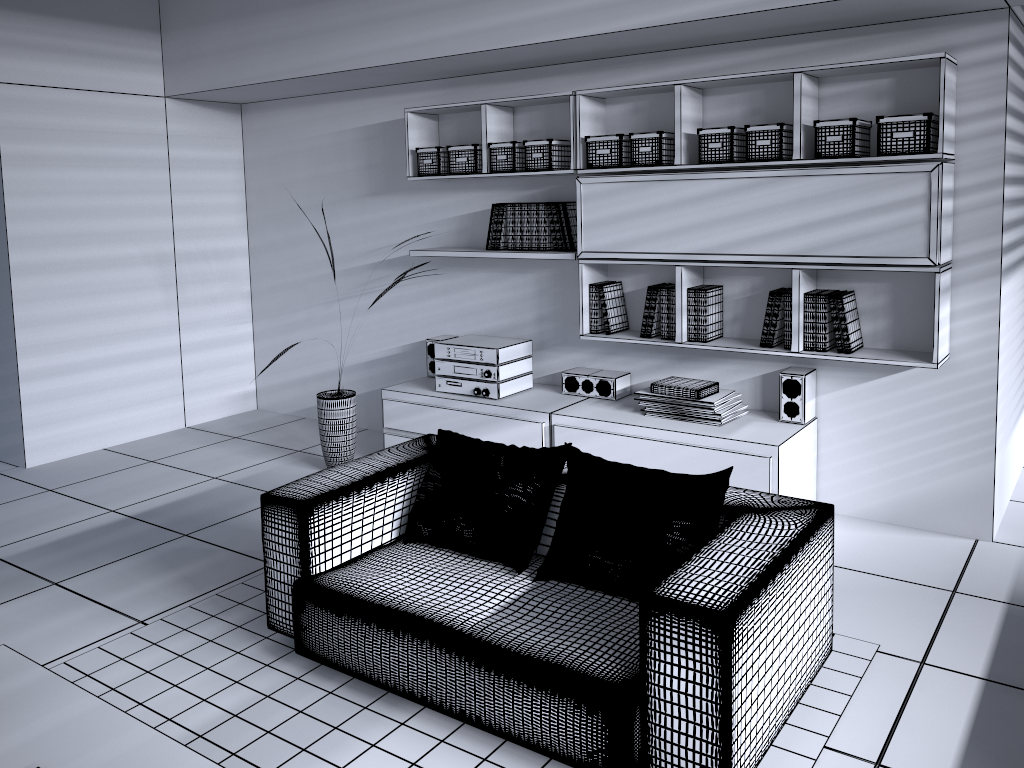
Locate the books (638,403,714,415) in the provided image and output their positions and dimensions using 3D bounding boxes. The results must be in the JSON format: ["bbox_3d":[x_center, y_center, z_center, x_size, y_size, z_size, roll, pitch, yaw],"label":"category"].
[{"bbox_3d":[0.848,0.090,4.252,0.417,0.008,0.289,7,15,36],"label":"books"}]

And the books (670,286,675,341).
[{"bbox_3d":[0.842,-0.356,4.335,0.050,0.255,0.210,3,9,35],"label":"books"}]

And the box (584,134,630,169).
[{"bbox_3d":[0.526,-1.167,4.437,0.212,0.160,0.284,5,13,35],"label":"box"}]

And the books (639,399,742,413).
[{"bbox_3d":[0.853,0.082,4.247,0.417,0.008,0.289,7,15,36],"label":"books"}]

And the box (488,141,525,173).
[{"bbox_3d":[0.023,-1.230,4.791,0.175,0.160,0.284,5,12,35],"label":"box"}]

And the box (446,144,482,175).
[{"bbox_3d":[-0.199,-1.257,4.946,0.212,0.160,0.284,5,13,35],"label":"box"}]

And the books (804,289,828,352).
[{"bbox_3d":[1.368,-0.290,3.971,0.050,0.255,0.210,3,9,35],"label":"books"}]

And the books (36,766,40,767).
[{"bbox_3d":[-0.853,0.808,1.509,0.417,0.008,0.289,7,15,36],"label":"books"}]

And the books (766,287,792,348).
[{"bbox_3d":[1.238,-0.306,4.053,0.075,0.256,0.210,3,9,34],"label":"books"}]

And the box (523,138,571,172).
[{"bbox_3d":[0.208,-1.206,4.661,0.179,0.160,0.284,5,12,35],"label":"box"}]

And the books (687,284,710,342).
[{"bbox_3d":[0.915,-0.346,4.289,0.050,0.255,0.210,3,9,35],"label":"books"}]

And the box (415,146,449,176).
[{"bbox_3d":[-0.399,-1.282,5.087,0.175,0.160,0.284,5,12,35],"label":"box"}]

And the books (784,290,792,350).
[{"bbox_3d":[1.294,-0.300,4.017,0.050,0.255,0.210,3,9,35],"label":"books"}]

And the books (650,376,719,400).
[{"bbox_3d":[0.827,0.019,4.222,0.260,0.049,0.210,9,15,40],"label":"books"}]

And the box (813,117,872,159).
[{"bbox_3d":[1.428,-1.055,3.804,0.179,0.160,0.284,5,12,35],"label":"box"}]

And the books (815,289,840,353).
[{"bbox_3d":[1.411,-0.285,3.945,0.050,0.255,0.210,3,9,35],"label":"books"}]

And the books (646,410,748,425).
[{"bbox_3d":[0.881,0.135,4.233,0.417,0.008,0.289,7,15,36],"label":"books"}]

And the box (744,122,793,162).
[{"bbox_3d":[1.181,-1.085,3.978,0.179,0.160,0.284,5,12,35],"label":"box"}]

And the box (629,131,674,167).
[{"bbox_3d":[0.712,-1.144,4.307,0.175,0.160,0.284,5,12,35],"label":"box"}]

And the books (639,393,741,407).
[{"bbox_3d":[0.851,0.055,4.242,0.417,0.008,0.289,7,15,36],"label":"books"}]

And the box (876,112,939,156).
[{"bbox_3d":[1.648,-1.027,3.650,0.217,0.160,0.284,5,13,35],"label":"box"}]

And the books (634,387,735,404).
[{"bbox_3d":[0.840,0.041,4.257,0.417,0.008,0.289,7,15,36],"label":"books"}]

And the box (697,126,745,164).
[{"bbox_3d":[0.998,-1.108,4.106,0.179,0.160,0.284,5,12,35],"label":"box"}]

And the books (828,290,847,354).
[{"bbox_3d":[1.463,-0.278,3.907,0.075,0.256,0.210,3,9,35],"label":"books"}]

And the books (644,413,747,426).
[{"bbox_3d":[0.876,0.143,4.237,0.417,0.008,0.289,7,15,36],"label":"books"}]

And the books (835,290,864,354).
[{"bbox_3d":[1.489,-0.275,3.888,0.075,0.256,0.210,3,9,35],"label":"books"}]

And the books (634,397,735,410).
[{"bbox_3d":[0.842,0.069,4.262,0.417,0.008,0.289,7,15,36],"label":"books"}]

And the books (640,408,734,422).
[{"bbox_3d":[0.871,0.122,4.248,0.417,0.008,0.289,7,15,36],"label":"books"}]

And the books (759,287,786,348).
[{"bbox_3d":[1.211,-0.309,4.071,0.075,0.256,0.210,3,9,35],"label":"books"}]

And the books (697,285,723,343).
[{"bbox_3d":[0.958,-0.342,4.264,0.050,0.255,0.210,3,9,35],"label":"books"}]

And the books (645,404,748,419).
[{"bbox_3d":[0.879,0.107,4.228,0.417,0.008,0.289,7,15,36],"label":"books"}]

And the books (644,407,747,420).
[{"bbox_3d":[0.874,0.115,4.232,0.417,0.008,0.289,7,15,36],"label":"books"}]
